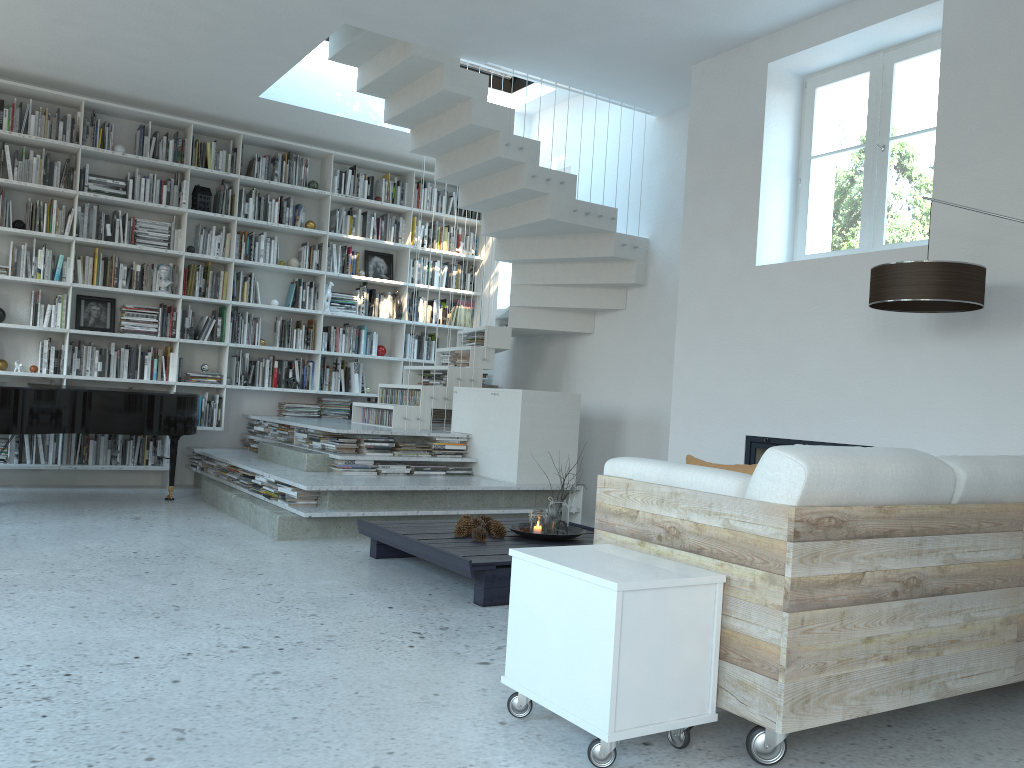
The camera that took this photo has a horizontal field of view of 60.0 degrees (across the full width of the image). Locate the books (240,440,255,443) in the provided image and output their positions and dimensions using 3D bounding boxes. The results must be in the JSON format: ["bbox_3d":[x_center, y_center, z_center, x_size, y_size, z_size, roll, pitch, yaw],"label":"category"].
[{"bbox_3d":[-2.345,0.521,8.058,0.184,0.006,0.262,4,-1,-32],"label":"books"}]

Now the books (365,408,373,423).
[{"bbox_3d":[-1.207,0.275,7.680,0.125,0.125,0.010,4,-1,-33],"label":"books"}]

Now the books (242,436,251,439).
[{"bbox_3d":[-2.340,0.490,8.060,0.174,0.009,0.240,4,-1,-31],"label":"books"}]

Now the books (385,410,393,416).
[{"bbox_3d":[-0.993,0.282,7.346,0.125,0.125,0.008,4,-1,-33],"label":"books"}]

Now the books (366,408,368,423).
[{"bbox_3d":[-1.194,0.275,7.659,0.125,0.125,0.009,4,-1,-33],"label":"books"}]

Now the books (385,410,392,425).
[{"bbox_3d":[-0.985,0.282,7.334,0.125,0.125,0.008,4,-1,-33],"label":"books"}]

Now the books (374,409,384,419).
[{"bbox_3d":[-1.111,0.278,7.529,0.125,0.125,0.007,4,-1,-33],"label":"books"}]

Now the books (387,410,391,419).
[{"bbox_3d":[-0.971,0.283,7.312,0.125,0.125,0.008,4,-1,-33],"label":"books"}]

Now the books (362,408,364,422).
[{"bbox_3d":[-1.242,0.274,7.734,0.125,0.125,0.008,4,-1,-33],"label":"books"}]

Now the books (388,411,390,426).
[{"bbox_3d":[-0.952,0.283,7.282,0.125,0.125,0.008,4,-1,-33],"label":"books"}]

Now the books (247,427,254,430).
[{"bbox_3d":[-2.284,0.407,8.052,0.179,0.012,0.261,4,-1,-33],"label":"books"}]

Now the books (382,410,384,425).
[{"bbox_3d":[-1.019,0.281,7.386,0.125,0.125,0.008,4,-1,-33],"label":"books"}]

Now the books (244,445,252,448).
[{"bbox_3d":[-2.338,0.571,8.064,0.144,0.005,0.257,4,-1,-28],"label":"books"}]

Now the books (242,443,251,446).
[{"bbox_3d":[-2.338,0.549,8.063,0.170,0.012,0.215,4,-1,-33],"label":"books"}]

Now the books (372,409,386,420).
[{"bbox_3d":[-1.131,0.277,7.562,0.125,0.125,0.007,4,-1,-33],"label":"books"}]

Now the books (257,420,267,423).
[{"bbox_3d":[-2.124,0.328,7.806,0.171,0.020,0.193,4,-1,-38],"label":"books"}]

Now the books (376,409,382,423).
[{"bbox_3d":[-1.085,0.279,7.489,0.125,0.125,0.008,4,-1,-33],"label":"books"}]

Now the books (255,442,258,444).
[{"bbox_3d":[-2.160,0.526,7.806,0.137,0.018,0.200,4,-1,-37],"label":"books"}]

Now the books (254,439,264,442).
[{"bbox_3d":[-2.161,0.501,7.804,0.149,0.014,0.228,4,-1,-35],"label":"books"}]

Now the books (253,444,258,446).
[{"bbox_3d":[-2.166,0.539,7.803,0.159,0.009,0.228,4,-1,-32],"label":"books"}]

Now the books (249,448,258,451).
[{"bbox_3d":[-2.184,0.577,7.792,0.187,0.009,0.261,4,-1,-30],"label":"books"}]

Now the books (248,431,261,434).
[{"bbox_3d":[-2.282,0.439,8.054,0.163,0.017,0.232,4,-1,-31],"label":"books"}]

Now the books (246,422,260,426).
[{"bbox_3d":[-2.286,0.366,8.049,0.171,0.015,0.252,4,-1,-38],"label":"books"}]

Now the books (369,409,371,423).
[{"bbox_3d":[-1.161,0.276,7.607,0.125,0.125,0.007,4,-1,-33],"label":"books"}]

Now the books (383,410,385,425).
[{"bbox_3d":[-1.006,0.281,7.367,0.125,0.125,0.010,4,-1,-33],"label":"books"}]

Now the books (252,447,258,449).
[{"bbox_3d":[-2.169,0.567,7.802,0.160,0.014,0.268,4,-1,-34],"label":"books"}]

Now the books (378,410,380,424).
[{"bbox_3d":[-1.061,0.280,7.452,0.125,0.125,0.007,4,-1,-33],"label":"books"}]

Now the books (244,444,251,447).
[{"bbox_3d":[-2.330,0.562,8.069,0.147,0.014,0.292,4,-1,-33],"label":"books"}]

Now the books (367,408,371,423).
[{"bbox_3d":[-1.186,0.276,7.646,0.125,0.125,0.008,4,-1,-33],"label":"books"}]

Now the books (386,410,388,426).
[{"bbox_3d":[-0.976,0.283,7.319,0.125,0.125,0.011,4,-1,-33],"label":"books"}]

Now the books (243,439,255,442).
[{"bbox_3d":[-2.338,0.514,8.062,0.160,0.009,0.210,4,-1,-29],"label":"books"}]

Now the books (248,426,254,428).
[{"bbox_3d":[-2.277,0.397,8.056,0.156,0.009,0.287,4,-1,-35],"label":"books"}]

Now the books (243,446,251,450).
[{"bbox_3d":[-2.339,0.583,8.063,0.163,0.019,0.187,4,-1,-34],"label":"books"}]

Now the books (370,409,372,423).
[{"bbox_3d":[-1.149,0.277,7.589,0.125,0.125,0.008,4,-1,-33],"label":"books"}]

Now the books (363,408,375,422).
[{"bbox_3d":[-1.233,0.274,7.720,0.125,0.125,0.010,4,-1,-33],"label":"books"}]

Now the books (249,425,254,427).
[{"bbox_3d":[-2.270,0.390,8.060,0.145,0.008,0.297,4,-1,-34],"label":"books"}]

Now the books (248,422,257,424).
[{"bbox_3d":[-2.277,0.355,8.054,0.167,0.008,0.234,4,-1,-34],"label":"books"}]

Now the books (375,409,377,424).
[{"bbox_3d":[-1.094,0.279,7.503,0.125,0.125,0.008,4,-1,-33],"label":"books"}]

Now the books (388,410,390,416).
[{"bbox_3d":[-0.963,0.283,7.299,0.125,0.125,0.010,4,-1,-33],"label":"books"}]

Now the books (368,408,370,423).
[{"bbox_3d":[-1.173,0.276,7.627,0.125,0.125,0.008,4,-1,-33],"label":"books"}]

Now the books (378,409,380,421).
[{"bbox_3d":[-1.065,0.280,7.458,0.125,0.125,0.008,4,-1,-33],"label":"books"}]

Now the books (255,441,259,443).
[{"bbox_3d":[-2.164,0.512,7.803,0.144,0.009,0.249,4,-1,-29],"label":"books"}]

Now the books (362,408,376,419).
[{"bbox_3d":[-1.246,0.274,7.741,0.125,0.125,0.007,4,-1,-33],"label":"books"}]

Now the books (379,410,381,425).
[{"bbox_3d":[-1.048,0.280,7.432,0.125,0.125,0.010,4,-1,-33],"label":"books"}]

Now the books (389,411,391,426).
[{"bbox_3d":[-0.944,0.284,7.269,0.125,0.125,0.007,4,-1,-33],"label":"books"}]

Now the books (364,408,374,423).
[{"bbox_3d":[-1.220,0.274,7.699,0.125,0.125,0.007,4,-1,-33],"label":"books"}]

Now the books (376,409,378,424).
[{"bbox_3d":[-1.081,0.279,7.483,0.125,0.125,0.007,4,-1,-33],"label":"books"}]

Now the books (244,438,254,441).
[{"bbox_3d":[-2.336,0.502,8.063,0.152,0.015,0.208,4,-1,-28],"label":"books"}]

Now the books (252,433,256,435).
[{"bbox_3d":[-2.271,0.456,8.061,0.134,0.014,0.181,4,-1,-36],"label":"books"}]

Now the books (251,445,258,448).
[{"bbox_3d":[-2.178,0.551,7.795,0.180,0.017,0.182,4,-1,-36],"label":"books"}]

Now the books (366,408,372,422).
[{"bbox_3d":[-1.198,0.275,7.665,0.125,0.125,0.009,4,-1,-33],"label":"books"}]

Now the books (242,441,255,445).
[{"bbox_3d":[-2.335,0.537,8.065,0.159,0.012,0.278,4,-1,-34],"label":"books"}]

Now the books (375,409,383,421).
[{"bbox_3d":[-1.098,0.278,7.510,0.125,0.125,0.008,4,-1,-33],"label":"books"}]

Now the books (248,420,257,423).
[{"bbox_3d":[-2.276,0.345,8.054,0.159,0.011,0.246,4,-1,-36],"label":"books"}]

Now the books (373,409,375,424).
[{"bbox_3d":[-1.115,0.278,7.536,0.125,0.125,0.008,4,-1,-33],"label":"books"}]

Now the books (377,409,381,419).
[{"bbox_3d":[-1.077,0.279,7.477,0.125,0.125,0.008,4,-1,-33],"label":"books"}]

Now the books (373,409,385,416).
[{"bbox_3d":[-1.123,0.278,7.549,0.125,0.125,0.008,4,-1,-33],"label":"books"}]

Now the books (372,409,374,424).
[{"bbox_3d":[-1.128,0.277,7.555,0.125,0.125,0.007,4,-1,-33],"label":"books"}]
